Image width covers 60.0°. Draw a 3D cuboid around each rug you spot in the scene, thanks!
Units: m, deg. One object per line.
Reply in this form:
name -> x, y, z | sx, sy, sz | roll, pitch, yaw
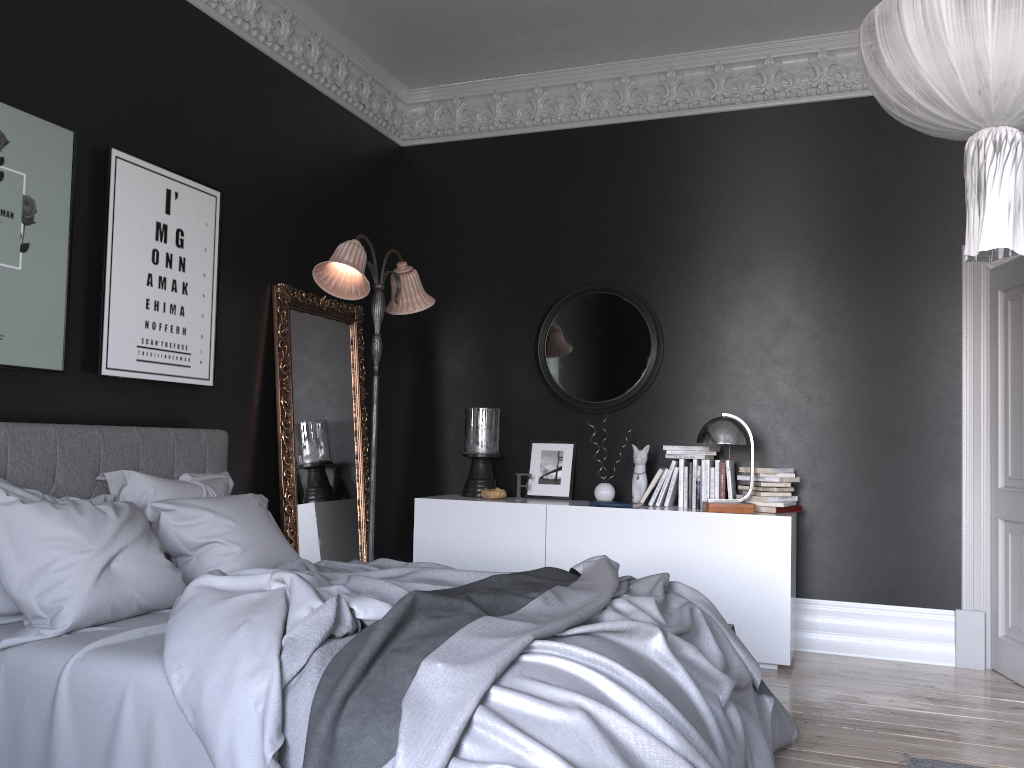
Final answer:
rug -> 2.897, 1.454, 2.092 | 3.644, 0.050, 2.108 | 0, -4, 21

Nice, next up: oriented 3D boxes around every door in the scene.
door -> 2.839, 0.457, 4.756 | 0.216, 2.372, 1.099 | 1, -3, 8

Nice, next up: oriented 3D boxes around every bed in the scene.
bed -> -0.507, 0.820, 3.266 | 3.283, 1.297, 2.768 | 1, -4, 9

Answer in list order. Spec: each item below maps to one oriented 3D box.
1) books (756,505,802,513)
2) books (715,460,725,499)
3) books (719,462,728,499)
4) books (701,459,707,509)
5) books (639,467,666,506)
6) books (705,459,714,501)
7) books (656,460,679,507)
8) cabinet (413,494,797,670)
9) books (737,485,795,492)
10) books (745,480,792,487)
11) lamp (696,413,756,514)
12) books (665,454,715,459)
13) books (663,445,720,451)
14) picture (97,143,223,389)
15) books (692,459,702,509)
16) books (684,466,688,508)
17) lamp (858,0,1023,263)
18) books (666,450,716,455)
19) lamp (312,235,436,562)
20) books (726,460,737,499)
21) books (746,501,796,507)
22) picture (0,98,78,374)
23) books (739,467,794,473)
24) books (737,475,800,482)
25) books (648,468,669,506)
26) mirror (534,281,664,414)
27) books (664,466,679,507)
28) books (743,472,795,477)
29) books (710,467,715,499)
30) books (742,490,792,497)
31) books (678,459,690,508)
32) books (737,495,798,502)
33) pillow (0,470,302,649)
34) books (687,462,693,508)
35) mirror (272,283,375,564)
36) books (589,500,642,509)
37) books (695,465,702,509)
books -> 1.600, 0.764, 5.455 | 0.295, 0.038, 0.235 | 5, -5, -42
books -> 1.319, 0.636, 5.634 | 0.030, 0.306, 0.221 | 0, -3, 21
books -> 1.343, 0.639, 5.598 | 0.038, 0.295, 0.236 | 0, -3, 21
books -> 1.240, 0.636, 5.664 | 0.030, 0.306, 0.221 | 0, -3, 21
books -> 0.918, 0.661, 5.725 | 0.158, 0.246, 0.203 | 0, -3, 21
books -> 1.256, 0.634, 5.629 | 0.024, 0.307, 0.220 | 0, -3, 21
books -> 1.013, 0.639, 5.721 | 0.126, 0.296, 0.220 | 0, -3, 21
cabinet -> 0.562, 1.217, 5.722 | 2.396, 0.881, 0.571 | 0, -3, 21
books -> 1.575, 0.647, 5.507 | 0.193, 0.030, 0.289 | 4, -5, -38
books -> 1.584, 0.616, 5.495 | 0.193, 0.030, 0.290 | 2, -4, -5
lamp -> 1.276, 0.470, 5.311 | 0.340, 0.590, 0.329 | 1, -3, 1
books -> 1.141, 0.466, 5.683 | 0.258, 0.026, 0.195 | -1, -4, 31
books -> 1.157, 0.415, 5.708 | 0.306, 0.030, 0.221 | -1, -4, 31
picture -> -1.725, -0.540, 4.415 | 0.014, 1.077, 0.792 | 0, -3, 21
books -> 1.182, 0.634, 5.657 | 0.024, 0.307, 0.220 | 0, -3, 21
books -> 1.130, 0.658, 5.677 | 0.026, 0.258, 0.195 | 0, -3, 21
lamp -> 1.479, -1.394, 2.716 | 0.782, 2.047, 0.784 | 3, -3, -25
books -> 1.148, 0.441, 5.681 | 0.307, 0.024, 0.220 | 1, -4, 11
lamp -> -0.801, 0.375, 5.133 | 0.987, 2.409, 0.773 | 3, -3, -36
books -> 1.382, 0.634, 5.581 | 0.050, 0.308, 0.220 | 0, -3, 21
books -> 1.598, 0.733, 5.467 | 0.228, 0.025, 0.319 | -1, -4, 31
picture -> -2.070, -0.608, 3.510 | 0.014, 1.077, 0.792 | 0, -3, 21
books -> 1.576, 0.532, 5.488 | 0.220, 0.030, 0.307 | -2, -5, 41
books -> 1.591, 0.587, 5.500 | 0.221, 0.030, 0.306 | 4, -5, -39
books -> 0.967, 0.665, 5.739 | 0.132, 0.244, 0.195 | 0, -3, 21
mirror -> 0.592, -0.255, 6.157 | 0.924, 0.923, 0.061 | 0, -3, 21
books -> 1.043, 0.659, 5.710 | 0.091, 0.256, 0.195 | 0, -3, 21
books -> 1.596, 0.562, 5.522 | 0.220, 0.024, 0.307 | 2, -4, -4
books -> 1.282, 0.658, 5.619 | 0.026, 0.258, 0.195 | 0, -3, 21
books -> 1.578, 0.676, 5.497 | 0.203, 0.029, 0.269 | 2, -4, -9
books -> 1.109, 0.636, 5.714 | 0.030, 0.306, 0.221 | 0, -3, 21
books -> 1.577, 0.705, 5.485 | 0.318, 0.031, 0.229 | 4, -5, -39
pillow -> -1.521, 0.640, 3.725 | 0.680, 0.759, 1.832 | 0, -4, 21
books -> 1.148, 0.641, 5.644 | 0.030, 0.289, 0.193 | 0, -3, 21
mirror -> -1.168, 0.517, 5.666 | 0.254, 2.190, 0.992 | 0, -3, 21
books -> 0.647, 0.750, 5.531 | 0.289, 0.030, 0.193 | -1, -4, 27
books -> 1.192, 0.651, 5.610 | 0.029, 0.269, 0.205 | 0, -3, 21
